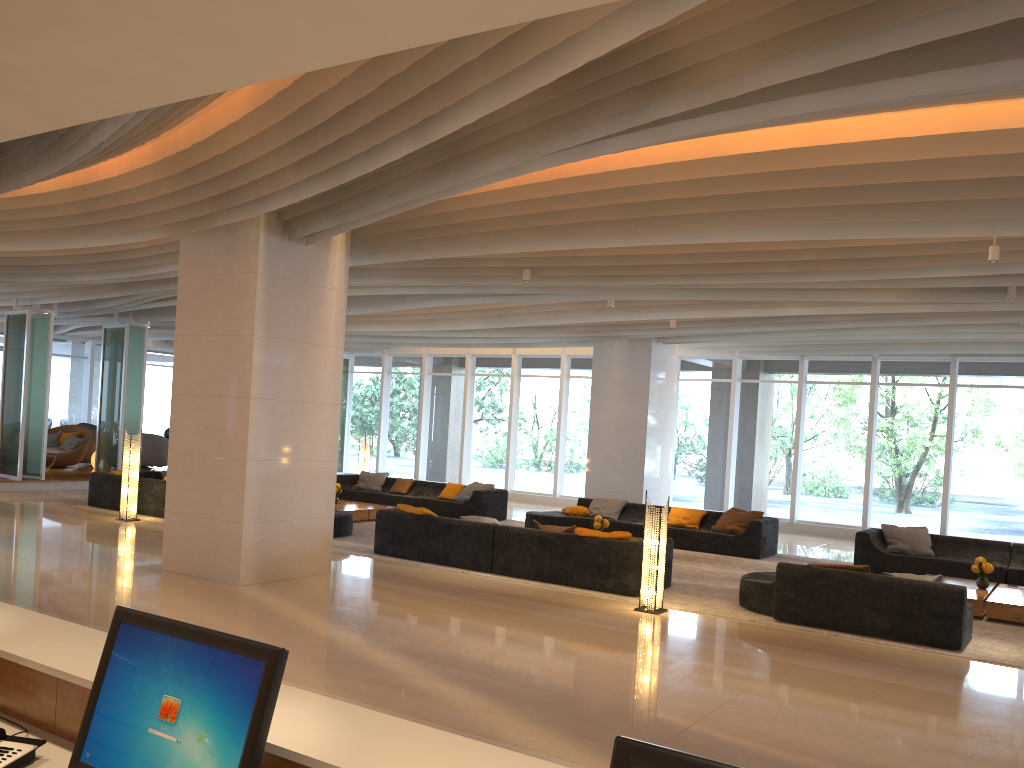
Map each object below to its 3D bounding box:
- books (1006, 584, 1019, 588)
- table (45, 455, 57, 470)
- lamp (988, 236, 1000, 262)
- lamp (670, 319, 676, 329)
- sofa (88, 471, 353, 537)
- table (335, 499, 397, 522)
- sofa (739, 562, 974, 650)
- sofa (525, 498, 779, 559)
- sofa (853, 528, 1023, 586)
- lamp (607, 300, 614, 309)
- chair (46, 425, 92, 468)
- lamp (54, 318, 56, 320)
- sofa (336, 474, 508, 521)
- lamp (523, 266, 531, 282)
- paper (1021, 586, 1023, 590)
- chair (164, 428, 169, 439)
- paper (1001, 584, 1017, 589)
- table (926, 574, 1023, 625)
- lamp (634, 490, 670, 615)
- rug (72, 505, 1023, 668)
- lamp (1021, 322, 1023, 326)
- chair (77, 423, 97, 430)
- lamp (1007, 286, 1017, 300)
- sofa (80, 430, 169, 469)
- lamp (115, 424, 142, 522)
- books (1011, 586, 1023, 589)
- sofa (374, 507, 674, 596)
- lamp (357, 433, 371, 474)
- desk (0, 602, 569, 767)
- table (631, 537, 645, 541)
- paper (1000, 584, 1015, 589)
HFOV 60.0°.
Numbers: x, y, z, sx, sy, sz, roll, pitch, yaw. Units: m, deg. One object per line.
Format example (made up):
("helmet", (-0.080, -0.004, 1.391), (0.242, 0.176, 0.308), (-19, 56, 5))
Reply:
("books", (5.851, 2.362, 10.371), (0.110, 0.011, 0.184), (2, -3, 24))
("table", (-10.583, 1.717, 19.489), (1.070, 0.318, 0.826), (3, -3, 14))
("lamp", (4.413, -1.862, 8.039), (0.090, 1.506, 0.088), (3, 0, -12))
("lamp", (2.652, -1.651, 14.360), (0.088, 1.506, 0.090), (4, 0, 24))
("sofa", (-4.192, 1.871, 14.593), (5.001, 0.653, 2.876), (2, -3, 33))
("table", (-3.064, 2.194, 15.311), (1.573, 0.220, 1.629), (2, -3, 33))
("sofa", (3.359, 2.076, 8.847), (2.214, 0.576, 1.379), (2, -3, 33))
("sofa", (2.116, 2.275, 14.369), (4.074, 0.582, 1.375), (2, -3, 31))
("sofa", (6.700, 2.412, 11.615), (4.106, 0.582, 1.364), (1, -3, 40))
("lamp", (1.436, -1.817, 12.510), (0.089, 1.506, 0.089), (3, 0, 6))
("chair", (-10.506, 1.429, 20.530), (1.499, 1.005, 1.151), (3, -2, 21))
("lamp", (-9.961, -2.159, 19.368), (0.087, 1.506, 0.091), (4, 0, 42))
("sofa", (-1.869, 2.172, 17.112), (3.712, 0.582, 0.958), (2, -3, 33))
("lamp", (0.218, -1.984, 10.642), (0.088, 1.506, 0.090), (4, 0, 24))
("paper", (6.016, 2.377, 10.294), (0.183, 0.001, 0.260), (2, -3, 20))
("chair", (-9.683, 1.784, 26.631), (1.547, 1.005, 1.115), (5, -2, -44))
("paper", (5.830, 2.370, 10.374), (0.183, 0.001, 0.260), (2, -3, 25))
("table", (5.372, 2.432, 9.936), (1.573, 0.220, 1.629), (2, -3, 33))
("lamp", (1.416, 1.659, 8.818), (0.246, 1.198, 0.254), (4, 0, 33))
("rug", (0.938, 2.420, 12.758), (15.941, 0.022, 5.612), (2, -3, 33))
("lamp", (6.843, -1.530, 11.743), (0.090, 1.506, 0.088), (3, 0, -12))
("chair", (-10.781, 1.553, 23.321), (1.125, 1.005, 1.534), (3, -2, 16))
("lamp", (5.611, -1.698, 9.881), (0.090, 1.506, 0.088), (3, 0, -12))
("sofa", (-9.585, 1.597, 21.730), (2.575, 0.901, 1.105), (4, -2, -8))
("lamp", (-5.736, 1.329, 13.341), (0.246, 1.450, 0.254), (4, 0, 33))
("books", (5.915, 2.368, 10.325), (0.210, 0.011, 0.183), (3, -3, 14))
("sofa", (0.030, 1.968, 10.751), (3.712, 0.582, 0.958), (2, -3, 33))
("lamp", (-3.169, 1.765, 18.981), (0.246, 1.450, 0.254), (4, 0, 33))
("desk", (-1.889, 1.218, 2.516), (6.555, 1.050, 0.913), (2, -2, 33))
("table", (1.213, 2.315, 12.586), (1.573, 0.220, 1.629), (2, -3, 33))
("paper", (5.825, 2.370, 10.374), (0.194, 0.001, 0.267), (2, -3, 24))
